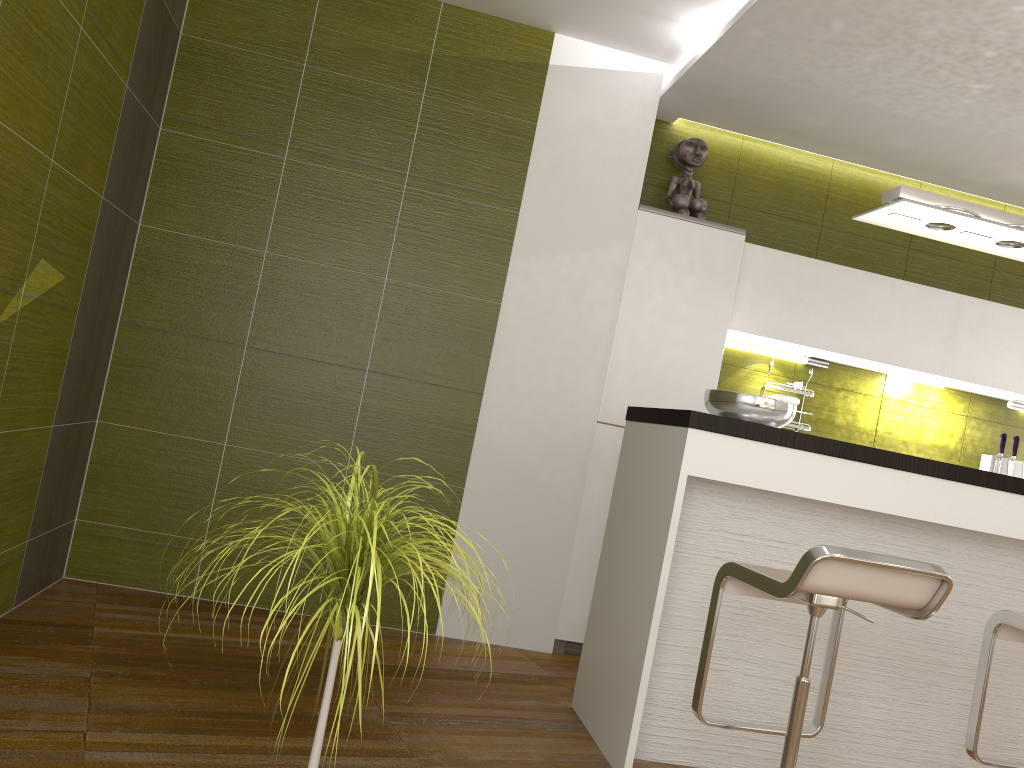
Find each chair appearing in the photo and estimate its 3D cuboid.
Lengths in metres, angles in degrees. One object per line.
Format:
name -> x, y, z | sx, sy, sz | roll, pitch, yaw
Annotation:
chair -> 0.754, 0.824, 2.290 | 0.418, 0.857, 0.460 | 12, -2, -14
chair -> 1.573, 0.992, 2.426 | 0.418, 0.857, 0.460 | 12, -2, -9

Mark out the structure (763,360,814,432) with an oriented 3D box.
structure -> 1.445, 0.064, 4.630 | 0.266, 0.346, 0.110 | 12, -2, -9

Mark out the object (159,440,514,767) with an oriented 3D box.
object -> -0.324, 0.558, 1.551 | 0.606, 0.904, 0.585 | 13, -3, -40

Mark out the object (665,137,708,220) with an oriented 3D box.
object -> 0.885, -1.007, 4.422 | 0.195, 0.488, 0.304 | 12, -2, -11

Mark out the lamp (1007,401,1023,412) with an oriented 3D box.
lamp -> 3.047, 0.181, 4.904 | 0.716, 0.041, 0.095 | 12, -2, -9

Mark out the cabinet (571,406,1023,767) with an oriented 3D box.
cabinet -> 1.806, 0.928, 3.231 | 2.947, 1.134, 0.663 | 12, -2, -9

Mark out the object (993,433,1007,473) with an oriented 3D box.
object -> 2.584, 0.426, 4.720 | 0.046, 0.339, 0.013 | 12, -2, -9

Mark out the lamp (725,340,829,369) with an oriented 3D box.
lamp -> 1.326, -0.169, 4.650 | 0.715, 0.041, 0.041 | 12, -2, -9

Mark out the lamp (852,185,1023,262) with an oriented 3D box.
lamp -> 2.180, -0.787, 3.318 | 1.677, 0.683, 0.326 | 12, -2, -9

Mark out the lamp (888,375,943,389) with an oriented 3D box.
lamp -> 2.188, -0.012, 4.807 | 0.334, 0.008, 0.008 | 12, -2, -9

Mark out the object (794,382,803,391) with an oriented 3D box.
object -> 1.498, 0.013, 4.649 | 0.046, 0.053, 0.051 | 10, -2, 22

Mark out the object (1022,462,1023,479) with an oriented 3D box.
object -> 2.756, 0.412, 4.749 | 0.036, 0.243, 0.013 | 12, -2, -9

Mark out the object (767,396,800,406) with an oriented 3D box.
object -> 1.394, 0.092, 4.587 | 0.181, 0.052, 0.173 | 12, -2, -9

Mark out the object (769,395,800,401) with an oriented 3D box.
object -> 1.395, 0.089, 4.588 | 0.181, 0.052, 0.173 | 12, -2, -9

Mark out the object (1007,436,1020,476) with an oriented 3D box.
object -> 2.668, 0.405, 4.734 | 0.042, 0.264, 0.013 | 12, -2, -9

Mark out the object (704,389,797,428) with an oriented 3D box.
object -> 0.819, 0.099, 3.080 | 0.311, 0.105, 0.311 | 11, -2, 4

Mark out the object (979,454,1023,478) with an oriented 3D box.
object -> 2.667, 0.519, 4.774 | 0.293, 0.227, 0.107 | 12, -2, -9

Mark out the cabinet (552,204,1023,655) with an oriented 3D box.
cabinet -> 2.003, 0.537, 4.668 | 3.471, 2.089, 0.724 | 12, -2, -9

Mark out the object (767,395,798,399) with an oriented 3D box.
object -> 1.395, 0.086, 4.589 | 0.181, 0.052, 0.173 | 12, -2, -9
